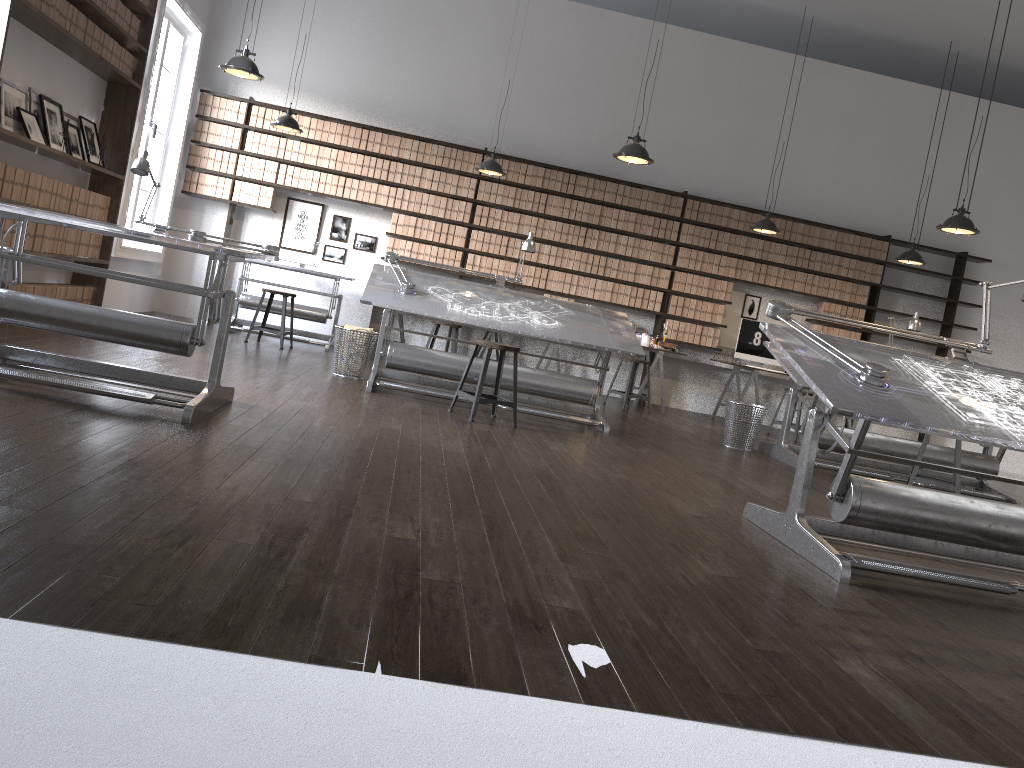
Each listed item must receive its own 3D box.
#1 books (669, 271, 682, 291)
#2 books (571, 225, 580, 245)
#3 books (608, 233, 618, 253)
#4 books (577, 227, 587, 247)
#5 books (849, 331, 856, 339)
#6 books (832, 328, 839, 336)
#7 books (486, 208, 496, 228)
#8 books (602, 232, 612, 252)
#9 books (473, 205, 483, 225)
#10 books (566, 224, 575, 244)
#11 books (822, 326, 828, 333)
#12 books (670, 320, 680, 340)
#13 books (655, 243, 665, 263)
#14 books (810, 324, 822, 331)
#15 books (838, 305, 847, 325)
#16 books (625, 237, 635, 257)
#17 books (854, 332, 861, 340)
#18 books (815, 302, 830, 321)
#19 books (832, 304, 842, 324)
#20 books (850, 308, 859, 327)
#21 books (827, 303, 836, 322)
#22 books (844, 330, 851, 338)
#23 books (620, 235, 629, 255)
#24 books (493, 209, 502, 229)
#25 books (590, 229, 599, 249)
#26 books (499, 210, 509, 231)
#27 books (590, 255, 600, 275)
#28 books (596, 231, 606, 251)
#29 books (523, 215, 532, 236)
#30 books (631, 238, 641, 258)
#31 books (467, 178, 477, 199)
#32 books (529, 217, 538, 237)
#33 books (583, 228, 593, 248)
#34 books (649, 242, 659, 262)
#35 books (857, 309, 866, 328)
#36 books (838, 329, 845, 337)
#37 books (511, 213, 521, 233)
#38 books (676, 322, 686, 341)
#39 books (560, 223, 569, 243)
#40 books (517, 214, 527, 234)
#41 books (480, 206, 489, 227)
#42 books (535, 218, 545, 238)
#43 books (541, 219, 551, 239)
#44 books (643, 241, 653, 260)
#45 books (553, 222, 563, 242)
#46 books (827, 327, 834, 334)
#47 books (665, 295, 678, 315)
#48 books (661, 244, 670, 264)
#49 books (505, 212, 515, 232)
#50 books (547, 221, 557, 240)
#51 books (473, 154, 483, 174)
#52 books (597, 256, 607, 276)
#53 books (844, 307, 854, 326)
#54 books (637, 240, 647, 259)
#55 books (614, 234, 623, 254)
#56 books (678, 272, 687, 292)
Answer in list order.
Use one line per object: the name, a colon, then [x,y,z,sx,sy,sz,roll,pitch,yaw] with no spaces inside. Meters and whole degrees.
books: [1.863,-1.174,10.137,0.066,0.225,0.175,11,3,-7]
books: [0.705,-1.666,9.994,0.066,0.225,0.175,11,3,-7]
books: [1.125,-1.587,10.035,0.067,0.225,0.175,11,3,-7]
books: [0.778,-1.652,9.997,0.067,0.225,0.175,11,3,-7]
books: [3.934,-0.506,10.378,0.066,0.225,0.175,11,3,-7]
books: [3.737,-0.543,10.355,0.066,0.225,0.175,11,3,-7]
books: [-0.237,-1.843,9.889,0.066,0.225,0.175,11,3,-7]
books: [1.059,-1.600,10.033,0.066,0.225,0.175,11,3,-7]
books: [-0.383,-1.870,9.873,0.066,0.225,0.175,11,3,-7]
books: [0.642,-1.678,9.985,0.066,0.225,0.175,11,3,-7]
books: [3.600,-0.568,10.342,0.066,0.225,0.175,11,3,-7]
books: [1.847,-0.615,10.154,0.066,0.225,0.175,11,3,-7]
books: [1.663,-1.486,10.094,0.067,0.225,0.175,11,3,-7]
books: [3.532,-0.581,10.330,0.067,0.225,0.175,11,3,-7]
books: [3.829,-0.805,10.356,0.066,0.225,0.175,11,3,-7]
books: [1.322,-1.550,10.058,0.067,0.225,0.175,11,3,-7]
books: [4.002,-0.493,10.387,0.066,0.225,0.175,11,3,-7]
books: [3.621,-0.844,10.332,0.066,0.225,0.175,11,3,-7]
books: [3.760,-0.817,10.343,0.066,0.225,0.175,11,3,-7]
books: [3.975,-0.778,10.372,0.066,0.225,0.175,11,3,-7]
books: [3.691,-0.831,10.340,0.066,0.225,0.175,11,3,-7]
books: [3.873,-0.517,10.367,0.067,0.225,0.175,11,3,-7]
books: [1.251,-1.563,10.052,0.066,0.225,0.175,11,3,-7]
books: [-0.167,-1.829,9.892,0.066,0.225,0.175,11,3,-7]
books: [0.921,-1.625,10.014,0.066,0.225,0.175,11,3,-7]
books: [-0.099,-1.817,9.904,0.066,0.225,0.175,11,3,-7]
books: [0.931,-1.342,10.033,0.066,0.225,0.175,11,3,-7]
books: [0.990,-1.613,10.025,0.066,0.225,0.175,11,3,-7]
books: [0.163,-1.767,9.931,0.066,0.225,0.175,11,3,-7]
books: [1.391,-1.538,10.069,0.066,0.225,0.175,11,3,-7]
books: [-0.442,-2.160,9.848,0.067,0.225,0.175,11,3,-7]
books: [0.234,-1.754,9.936,0.067,0.225,0.175,11,3,-7]
books: [0.851,-1.639,10.011,0.066,0.225,0.175,11,3,-7]
books: [1.598,-1.498,10.087,0.066,0.225,0.175,11,3,-7]
books: [4.049,-0.764,10.378,0.066,0.225,0.175,11,3,-7]
books: [3.808,-0.529,10.360,0.066,0.225,0.175,11,3,-7]
books: [0.037,-1.791,9.913,0.067,0.225,0.175,11,3,-7]
books: [1.917,-0.602,10.162,0.067,0.225,0.175,11,3,-7]
books: [0.580,-1.689,9.974,0.067,0.225,0.175,11,3,-7]
books: [0.102,-1.779,9.925,0.066,0.225,0.175,11,3,-7]
books: [-0.310,-1.856,9.876,0.067,0.225,0.175,11,3,-7]
books: [0.302,-1.742,9.948,0.066,0.225,0.175,11,3,-7]
books: [0.370,-1.729,9.958,0.066,0.225,0.175,11,3,-7]
books: [1.527,-1.512,10.083,0.066,0.225,0.175,11,3,-7]
books: [0.510,-1.702,9.966,0.066,0.225,0.175,11,3,-7]
books: [3.668,-0.556,10.351,0.066,0.225,0.175,11,3,-7]
books: [1.827,-0.901,10.146,0.066,0.225,0.175,11,3,-7]
books: [1.724,-1.475,10.105,0.066,0.225,0.175,11,3,-7]
books: [-0.029,-1.804,9.912,0.066,0.225,0.175,11,3,-7]
books: [0.439,-1.716,9.961,0.066,0.225,0.175,11,3,-7]
books: [-0.382,-2.430,9.840,0.066,0.225,0.175,11,3,-7]
books: [1.003,-1.328,10.035,0.067,0.225,0.175,11,3,-7]
books: [3.903,-0.791,10.358,0.067,0.225,0.175,11,3,-7]
books: [1.459,-1.525,10.079,0.066,0.225,0.175,11,3,-7]
books: [1.190,-1.575,10.047,0.066,0.225,0.175,11,3,-7]
books: [1.932,-1.161,10.143,0.066,0.225,0.175,11,3,-7]
